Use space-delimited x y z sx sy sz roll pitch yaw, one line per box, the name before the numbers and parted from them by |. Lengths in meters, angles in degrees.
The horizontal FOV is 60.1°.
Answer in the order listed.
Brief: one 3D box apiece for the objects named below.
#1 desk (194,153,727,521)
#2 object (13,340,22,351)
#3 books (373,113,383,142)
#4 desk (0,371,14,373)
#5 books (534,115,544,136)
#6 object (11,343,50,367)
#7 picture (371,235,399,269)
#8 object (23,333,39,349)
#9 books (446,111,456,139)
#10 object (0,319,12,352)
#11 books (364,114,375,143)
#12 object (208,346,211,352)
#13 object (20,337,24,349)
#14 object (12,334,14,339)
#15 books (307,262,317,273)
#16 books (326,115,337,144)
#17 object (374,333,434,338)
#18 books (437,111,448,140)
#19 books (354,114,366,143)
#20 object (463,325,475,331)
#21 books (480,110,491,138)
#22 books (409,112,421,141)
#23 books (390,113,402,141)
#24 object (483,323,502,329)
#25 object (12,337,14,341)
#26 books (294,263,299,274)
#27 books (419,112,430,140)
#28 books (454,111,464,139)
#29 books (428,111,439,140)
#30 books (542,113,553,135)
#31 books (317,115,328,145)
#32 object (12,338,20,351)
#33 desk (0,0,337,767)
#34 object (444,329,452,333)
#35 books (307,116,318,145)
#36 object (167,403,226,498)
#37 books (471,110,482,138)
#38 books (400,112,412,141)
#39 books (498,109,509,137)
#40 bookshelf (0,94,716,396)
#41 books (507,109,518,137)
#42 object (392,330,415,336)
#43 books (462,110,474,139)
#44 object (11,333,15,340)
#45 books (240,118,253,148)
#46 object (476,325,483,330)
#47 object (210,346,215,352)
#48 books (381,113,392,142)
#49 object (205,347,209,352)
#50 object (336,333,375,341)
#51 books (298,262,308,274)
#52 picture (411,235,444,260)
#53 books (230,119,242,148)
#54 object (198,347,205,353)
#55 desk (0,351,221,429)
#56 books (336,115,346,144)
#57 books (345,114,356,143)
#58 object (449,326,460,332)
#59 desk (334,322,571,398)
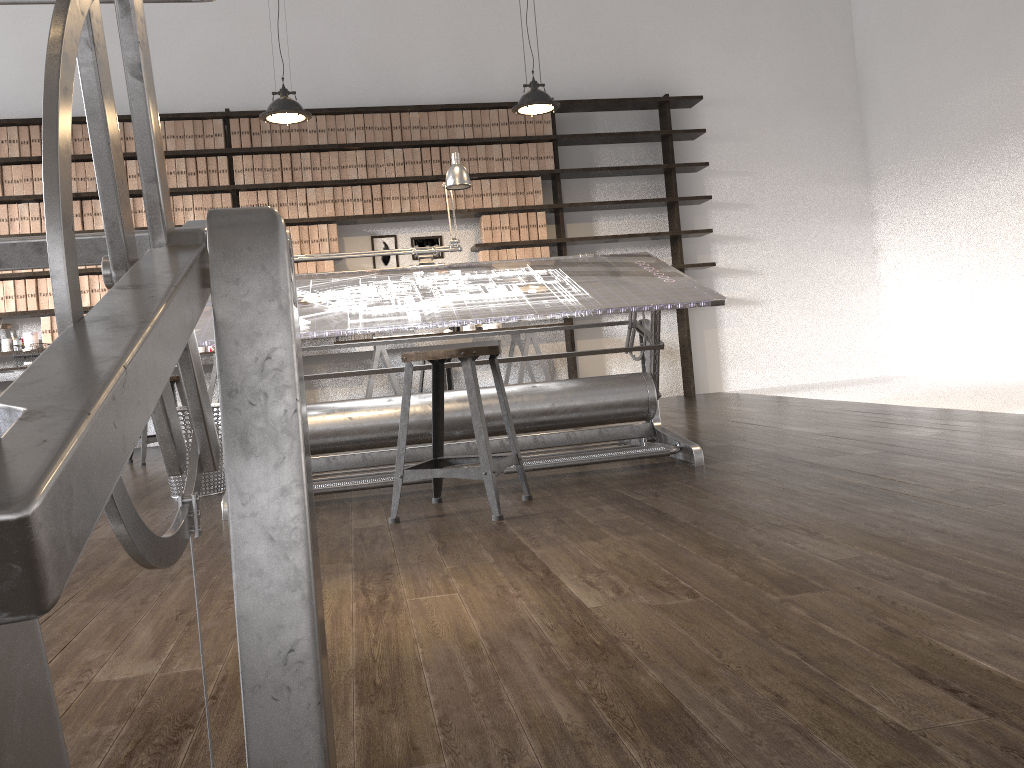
desk | -0.287 -0.310 3.724 2.070 1.387 1.076 -5 0 -10
object | -3.518 -0.280 6.367 0.062 0.093 0.181 -5 2 4
books | -1.038 -1.954 6.840 0.067 0.225 0.174 -5 0 -10
desk | -4.256 0.318 5.795 1.669 0.670 0.655 -5 1 -10
books | 0.195 -2.069 7.073 0.067 0.226 0.174 -5 0 -10
object | -3.283 -0.192 6.087 0.204 0.161 0.284 -5 1 -10
picture | -1.001 -1.031 6.989 0.201 0.285 0.022 -5 -1 -11
object | -3.442 -0.302 6.342 0.095 0.128 0.094 -5 0 -4
books | -0.488 -2.005 6.943 0.067 0.225 0.174 -5 0 -10
object | -3.684 -0.357 6.339 0.181 0.272 0.156 -5 0 -26
books | -1.099 -1.948 6.824 0.067 0.226 0.174 -5 0 -10
object | -2.118 -0.291 6.330 0.105 0.142 0.104 -5 0 -3
object | -3.507 -0.285 6.365 0.045 0.101 0.044 -5 0 -8
object | -3.542 -0.295 6.303 0.028 0.127 0.004 -5 -1 -12
books | -1.508 -0.806 6.716 0.067 0.226 0.174 -5 0 -10
books | -1.379 -1.922 6.778 0.067 0.226 0.174 -5 0 -10
object | -0.767 -0.344 6.327 0.439 0.017 0.118 -5 2 -15
books | -0.552 -1.999 6.927 0.067 0.226 0.174 -5 0 -10
books | -1.170 -1.941 6.811 0.067 0.226 0.174 -5 0 -10
object | -0.321 -0.455 6.584 0.094 0.144 0.094 -5 0 16
books | -0.218 -2.030 6.996 0.067 0.226 0.174 -5 0 -10
books | -0.758 -1.980 6.890 0.067 0.226 0.174 -5 0 -10
books | -0.901 -1.967 6.863 0.067 0.226 0.174 -5 0 -10
object | -0.151 -0.489 6.587 0.144 0.196 0.145 -5 0 -38
object | -3.531 -0.291 6.290 0.035 0.103 0.004 -5 -1 -15
books | -1.645 -0.794 6.696 0.067 0.226 0.174 -5 0 -10
books | -0.689 -1.986 6.907 0.067 0.226 0.174 -5 0 -10
books | -0.426 -2.011 6.953 0.067 0.225 0.174 -5 0 -10
books | -0.620 -1.993 6.920 0.067 0.226 0.174 -5 0 -10
books | 0.264 -2.075 7.082 0.067 0.226 0.174 -5 0 -10
books | -1.447 -1.916 6.761 0.067 0.226 0.174 -5 0 -10
object | -3.563 -0.280 6.376 0.063 0.093 0.063 -5 0 42
desk | -0.997 -0.121 0.352 2.070 1.387 1.076 -5 0 -10
object | -0.465 -0.380 6.397 0.059 0.028 0.106 -5 2 -14
books | -1.518 -1.909 6.750 0.067 0.225 0.174 -5 0 -10
object | -1.354 0.284 3.801 0.352 0.378 0.353 -5 1 11
books | -0.286 -2.024 6.981 0.067 0.226 0.174 -5 0 -10
books | -0.828 -1.973 6.882 0.067 0.226 0.174 -5 0 -10
books | -0.078 -2.043 7.015 0.067 0.226 0.174 -5 0 -10
bookshelf | -2.837 -0.387 6.550 9.183 3.210 0.373 -5 -1 -10
books | -0.007 -2.050 7.028 0.067 0.226 0.174 -5 0 -10
object | -0.818 -0.600 6.582 0.643 0.518 0.204 -5 0 -10
books | -0.354 -2.017 6.965 0.067 0.226 0.174 -5 0 -10
object | -3.539 -0.303 6.309 0.041 0.125 0.008 -5 -1 -22
books | -1.993 -1.865 6.660 0.067 0.226 0.174 -5 0 -10
object | -0.243 -0.464 6.638 0.068 0.155 0.068 -5 0 -34
object | -1.998 -0.249 6.159 0.197 0.050 0.132 -7 2 -40
books | -0.974 -1.960 6.855 0.067 0.225 0.174 -5 0 -10
object | -2.184 -0.283 6.426 0.095 0.128 0.094 -5 0 -14
object | -1.165 -0.392 6.574 0.284 0.161 0.203 -5 1 -18
books | -1.575 -0.800 6.709 0.067 0.226 0.174 -5 0 -10
picture | -0.675 -1.083 7.049 0.251 0.183 0.023 -5 -1 -10
books | -2.067 -1.858 6.651 0.067 0.225 0.174 -5 0 -10
object | -2.227 -0.262 6.323 0.061 0.094 0.062 -5 0 39
desk | -2.527 0.157 6.117 1.669 0.670 0.655 -5 1 -10
books | -1.311 -1.929 6.793 0.067 0.226 0.174 -5 0 -10
books | -1.242 -1.935 6.802 0.067 0.226 0.174 -5 0 -10
object | -0.436 -0.447 6.722 0.097 0.142 0.091 -5 0 -31
desk | -0.429 -0.038 6.507 1.669 0.670 0.655 -5 1 -10
